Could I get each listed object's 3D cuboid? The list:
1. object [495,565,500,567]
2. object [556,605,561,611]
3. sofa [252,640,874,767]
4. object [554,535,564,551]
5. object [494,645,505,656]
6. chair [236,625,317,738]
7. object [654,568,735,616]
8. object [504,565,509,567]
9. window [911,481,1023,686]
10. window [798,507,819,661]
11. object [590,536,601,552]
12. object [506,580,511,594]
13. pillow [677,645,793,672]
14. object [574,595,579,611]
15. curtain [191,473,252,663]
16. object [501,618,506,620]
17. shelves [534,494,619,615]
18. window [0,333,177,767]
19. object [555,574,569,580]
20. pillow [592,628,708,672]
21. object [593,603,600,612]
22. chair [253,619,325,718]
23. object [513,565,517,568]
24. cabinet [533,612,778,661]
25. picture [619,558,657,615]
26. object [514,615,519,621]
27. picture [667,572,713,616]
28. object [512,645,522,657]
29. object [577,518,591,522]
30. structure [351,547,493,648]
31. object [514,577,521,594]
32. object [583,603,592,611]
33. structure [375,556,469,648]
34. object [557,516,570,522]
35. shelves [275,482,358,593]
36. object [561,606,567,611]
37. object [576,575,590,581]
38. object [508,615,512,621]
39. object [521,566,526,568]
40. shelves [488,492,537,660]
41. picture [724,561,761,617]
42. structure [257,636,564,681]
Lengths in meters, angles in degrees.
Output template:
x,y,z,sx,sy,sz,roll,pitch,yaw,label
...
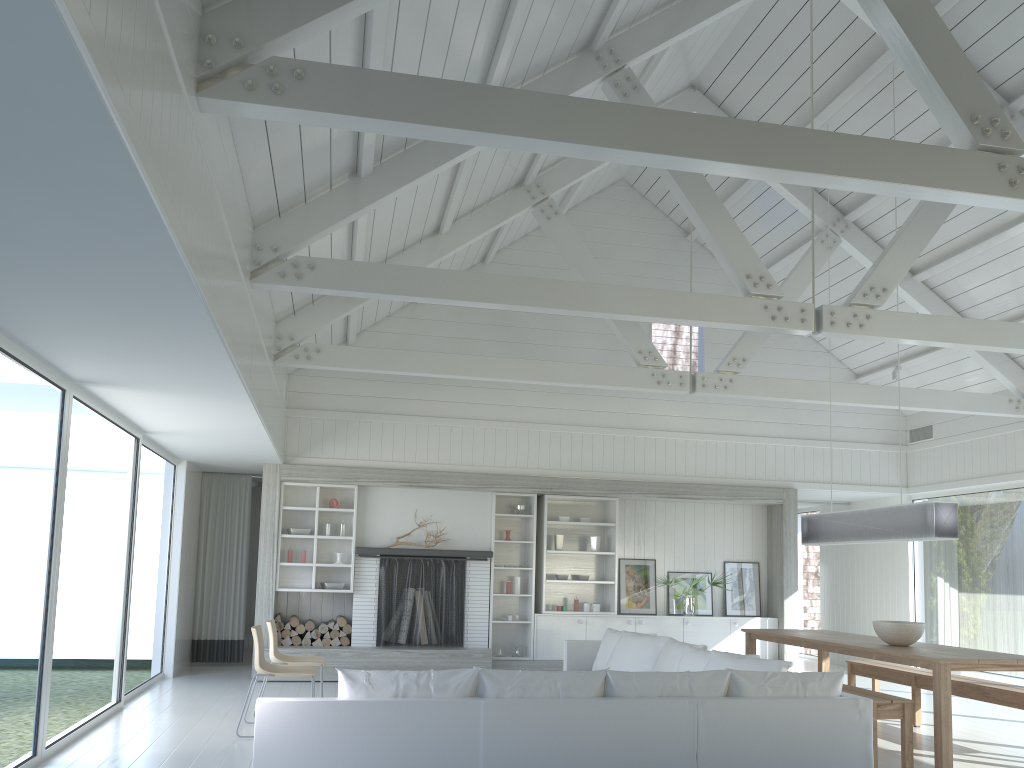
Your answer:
x,y,z,sx,sy,sz,roll,pitch,yaw,label
-0.174,2.204,10.671,0.054,0.025,0.055,4,-11,-11,object
0.576,2.751,10.829,0.054,0.070,0.055,7,-10,-32,object
-0.007,2.341,6.794,3.480,0.729,4.190,4,-12,-11,sofa
0.579,1.967,10.917,0.103,0.194,0.104,3,-7,-11,object
-0.148,3.219,10.648,0.137,0.128,0.138,-4,-11,31,object
-1.785,2.264,6.779,0.555,0.771,0.602,3,-8,-11,chair
2.306,2.590,11.020,0.972,0.622,0.630,4,-9,-14,object
-0.068,2.223,10.747,0.054,0.025,0.055,4,-11,-11,object
6.343,1.578,6.334,0.080,2.388,11.078,3,-12,-11,window
4.777,3.202,14.184,0.038,2.400,0.956,3,-7,-11,window
1.038,1.999,11.008,0.103,0.194,0.104,-3,-9,33,object
-0.042,2.459,10.748,0.054,0.194,0.055,3,-7,-12,object
1.526,2.173,6.356,0.467,0.472,1.334,5,-12,-19,pillow
0.797,2.709,10.895,0.054,0.194,0.055,3,-7,-12,object
-3.635,2.288,11.051,0.630,2.343,0.117,3,-6,-12,curtain
-0.100,2.856,10.699,0.054,0.025,0.055,4,-11,-11,object
0.788,2.152,11.089,0.940,1.427,0.612,3,-7,-11,shelves
-2.945,1.177,5.611,0.080,2.389,8.833,3,-12,-11,window
0.617,2.387,10.883,0.141,0.065,0.143,4,-11,-11,object
1.233,2.512,7.987,0.463,0.471,2.082,4,-12,-18,pillow
1.047,2.761,10.910,0.085,0.110,0.086,-2,-9,24,object
-1.884,2.425,7.551,0.555,0.771,0.602,3,-8,-11,chair
0.037,2.242,10.824,0.054,0.025,0.055,4,-11,-11,object
1.770,3.200,11.163,3.185,0.544,0.662,4,-10,-11,cabinet
1.594,2.568,11.173,0.495,0.695,0.066,3,-6,-11,picture
0.049,2.848,10.729,0.058,0.060,0.058,3,-9,-12,object
2.289,2.693,11.314,0.609,0.547,0.054,3,-6,-11,picture
0.067,3.234,10.691,0.137,0.128,0.138,-4,-11,31,object
0.910,1.734,11.154,0.141,0.065,0.143,4,-11,-11,object
-1.111,2.643,10.633,1.618,1.271,0.870,3,-8,-11,structure
0.064,2.458,10.767,0.072,0.209,0.072,3,-7,-12,object
0.940,2.777,10.957,0.091,0.094,0.091,-2,-10,22,object
-1.039,2.549,10.289,1.099,1.051,0.117,3,-6,-12,structure
0.636,1.685,10.956,0.141,0.065,0.143,4,-11,-11,object
-2.285,1.811,10.358,0.866,1.225,0.555,3,-7,-11,shelves
0.639,2.766,10.868,0.059,0.060,0.058,7,-11,-33,object
0.891,2.436,11.082,0.141,0.065,0.143,4,-11,-11,object
-0.024,2.838,10.716,0.054,0.070,0.055,3,-8,-12,object
0.142,2.261,10.900,0.054,0.025,0.055,4,-11,-11,object
-0.046,2.368,10.896,0.541,1.977,0.611,3,-7,-11,shelves
2.996,2.665,11.451,0.495,0.695,0.066,3,-6,-11,picture
0.153,3.455,11.122,6.356,0.342,1.907,4,-12,-11,structure
